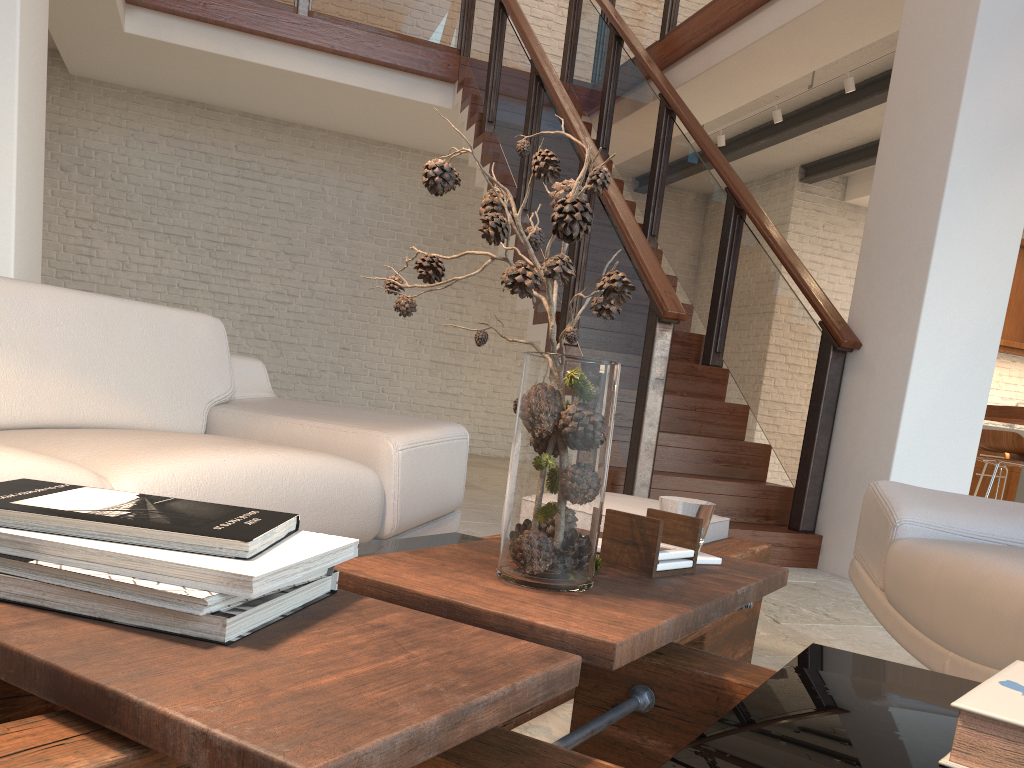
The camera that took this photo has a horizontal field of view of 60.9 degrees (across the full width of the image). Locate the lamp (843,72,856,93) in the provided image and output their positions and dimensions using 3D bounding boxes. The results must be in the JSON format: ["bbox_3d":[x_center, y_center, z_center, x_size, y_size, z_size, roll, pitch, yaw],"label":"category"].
[{"bbox_3d":[2.110,-1.877,5.446,0.086,0.131,0.059,5,8,-17],"label":"lamp"}]

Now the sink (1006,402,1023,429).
[{"bbox_3d":[5.665,0.446,9.193,0.863,0.437,0.506,6,3,-20],"label":"sink"}]

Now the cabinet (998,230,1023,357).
[{"bbox_3d":[5.428,-0.839,8.945,3.360,1.190,0.448,7,7,-20],"label":"cabinet"}]

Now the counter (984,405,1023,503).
[{"bbox_3d":[4.144,0.749,5.306,2.510,0.936,1.653,7,1,-20],"label":"counter"}]

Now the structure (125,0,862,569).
[{"bbox_3d":[2.107,-1.158,4.358,13.931,4.212,9.959,7,0,-20],"label":"structure"}]

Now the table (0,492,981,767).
[{"bbox_3d":[0.204,0.440,0.923,1.944,0.436,2.205,7,-1,32],"label":"table"}]

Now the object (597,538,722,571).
[{"bbox_3d":[0.188,0.255,1.396,0.266,0.035,0.250,6,-1,42],"label":"object"}]

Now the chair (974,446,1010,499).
[{"bbox_3d":[3.244,0.727,5.869,0.407,0.789,0.411,4,7,-19],"label":"chair"}]

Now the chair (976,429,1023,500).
[{"bbox_3d":[2.919,0.675,5.169,0.424,0.789,0.394,4,8,-19],"label":"chair"}]

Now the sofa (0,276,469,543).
[{"bbox_3d":[-1.188,0.125,1.862,1.128,0.768,2.328,8,1,31],"label":"sofa"}]

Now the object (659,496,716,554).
[{"bbox_3d":[0.276,0.228,1.403,0.090,0.086,0.091,9,4,30],"label":"object"}]

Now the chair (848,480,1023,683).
[{"bbox_3d":[1.316,0.301,1.621,0.974,1.034,1.008,7,4,-3],"label":"chair"}]

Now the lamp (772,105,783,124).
[{"bbox_3d":[1.870,-1.893,6.135,0.086,0.131,0.059,5,8,-17],"label":"lamp"}]

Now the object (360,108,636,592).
[{"bbox_3d":[-0.007,-0.063,1.144,0.532,0.618,0.316,11,8,41],"label":"object"}]

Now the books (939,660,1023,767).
[{"bbox_3d":[0.571,0.320,0.730,0.321,0.057,0.255,6,-1,41],"label":"books"}]

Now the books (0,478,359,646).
[{"bbox_3d":[-0.378,0.156,0.838,0.399,0.076,0.248,7,0,12],"label":"books"}]

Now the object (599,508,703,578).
[{"bbox_3d":[0.204,0.231,1.278,0.092,0.083,0.115,10,4,43],"label":"object"}]

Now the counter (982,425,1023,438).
[{"bbox_3d":[5.765,0.560,7.750,3.351,0.071,3.455,7,-1,-19],"label":"counter"}]

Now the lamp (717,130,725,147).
[{"bbox_3d":[1.634,-1.909,6.804,0.058,0.131,0.086,13,9,40],"label":"lamp"}]

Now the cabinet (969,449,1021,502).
[{"bbox_3d":[6.082,0.067,8.043,4.710,2.882,2.263,8,5,34],"label":"cabinet"}]
